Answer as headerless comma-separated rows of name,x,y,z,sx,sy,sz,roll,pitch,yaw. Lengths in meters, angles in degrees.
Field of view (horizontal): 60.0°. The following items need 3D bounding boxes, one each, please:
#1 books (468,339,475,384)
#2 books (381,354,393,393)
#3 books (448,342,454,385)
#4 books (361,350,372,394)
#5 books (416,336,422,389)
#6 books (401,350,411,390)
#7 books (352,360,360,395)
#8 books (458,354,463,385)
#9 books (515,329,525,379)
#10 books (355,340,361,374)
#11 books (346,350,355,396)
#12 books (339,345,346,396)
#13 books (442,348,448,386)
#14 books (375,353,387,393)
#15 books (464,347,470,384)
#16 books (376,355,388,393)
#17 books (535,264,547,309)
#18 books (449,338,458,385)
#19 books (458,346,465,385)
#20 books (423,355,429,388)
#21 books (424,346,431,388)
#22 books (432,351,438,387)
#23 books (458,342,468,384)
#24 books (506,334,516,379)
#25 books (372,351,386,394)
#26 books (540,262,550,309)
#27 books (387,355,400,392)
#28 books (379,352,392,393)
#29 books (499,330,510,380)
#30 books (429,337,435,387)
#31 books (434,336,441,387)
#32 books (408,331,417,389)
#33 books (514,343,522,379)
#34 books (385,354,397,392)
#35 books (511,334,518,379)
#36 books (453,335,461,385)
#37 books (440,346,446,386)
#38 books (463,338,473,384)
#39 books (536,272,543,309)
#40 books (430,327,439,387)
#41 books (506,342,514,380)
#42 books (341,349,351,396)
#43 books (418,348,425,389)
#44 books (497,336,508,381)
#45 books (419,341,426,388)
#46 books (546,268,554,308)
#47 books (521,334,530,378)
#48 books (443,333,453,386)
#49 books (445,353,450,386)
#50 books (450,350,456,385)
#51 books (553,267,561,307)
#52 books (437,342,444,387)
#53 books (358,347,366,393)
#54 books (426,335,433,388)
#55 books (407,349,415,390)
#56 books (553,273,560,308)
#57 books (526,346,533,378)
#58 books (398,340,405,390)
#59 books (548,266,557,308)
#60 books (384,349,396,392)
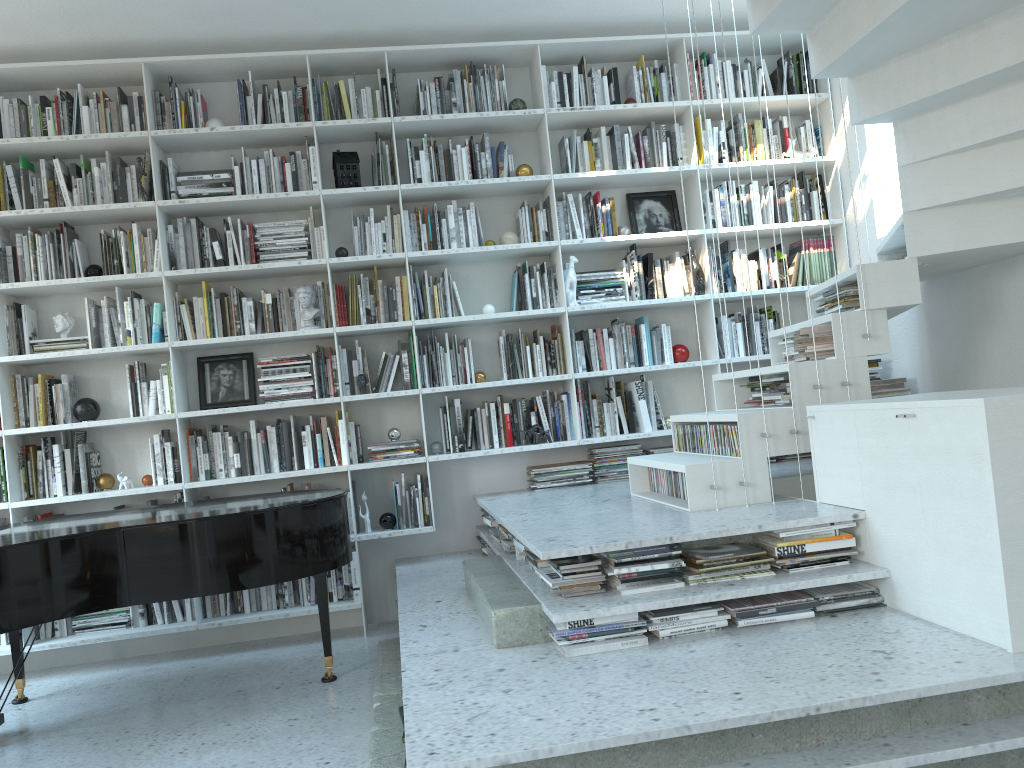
books,-0.235,-0.120,4.997,0.013,0.251,0.173,-6,-1,-8
books,-0.695,-0.051,4.932,0.090,0.212,0.143,-6,-1,-8
books,-0.349,-0.106,4.986,0.007,0.247,0.153,-6,-1,-8
books,-0.806,-0.061,4.923,0.035,0.248,0.141,-6,-1,-8
books,-0.526,-0.114,4.967,0.014,0.298,0.148,-6,-1,-8
books,-0.589,-0.070,4.928,0.029,0.223,0.171,-6,-1,-8
books,-0.855,-0.028,4.890,0.027,0.192,0.182,-6,-1,-8
books,-0.295,-0.077,4.993,0.013,0.179,0.140,-6,-1,-8
books,0.046,-0.165,5.045,0.007,0.285,0.159,-6,-1,-8
books,-0.844,-0.087,4.909,0.013,0.307,0.141,-6,-1,-8
books,-0.888,-0.055,4.907,0.028,0.253,0.142,-6,-1,-8
books,-0.934,-0.066,4.905,0.012,0.285,0.159,-6,-1,-8
books,-0.382,-0.089,4.968,0.013,0.218,0.161,-6,-1,-8
books,-0.729,-0.053,4.926,0.088,0.220,0.138,-6,-1,-8
books,-0.259,-0.095,4.987,0.014,0.207,0.180,-6,-1,-8
books,-0.719,-0.048,4.913,0.089,0.210,0.176,-6,-1,-8
books,0.159,-0.540,5.067,0.032,0.274,0.154,-6,-1,-8
books,-0.326,-0.119,4.975,0.012,0.267,0.183,-6,-1,-8
books,-0.287,-0.100,4.996,0.008,0.223,0.134,-6,-1,-8
books,-0.484,-0.063,4.962,0.015,0.188,0.168,-6,-1,-8
books,-0.475,-0.089,4.973,0.011,0.239,0.136,-6,-1,-8
books,-0.437,-0.076,4.970,0.013,0.204,0.154,-6,-1,-8
books,-0.276,-0.109,4.989,0.015,0.238,0.176,-6,-1,-8
books,-0.007,-0.148,5.031,0.015,0.262,0.149,-6,-1,-8
books,-0.736,-0.056,4.906,0.095,0.228,0.190,-6,-1,-8
books,0.184,-0.542,5.048,0.012,0.273,0.184,-6,-1,-8
books,-0.662,-0.050,4.934,0.091,0.205,0.169,-6,-1,-8
books,-0.707,-0.057,4.936,0.095,0.226,0.144,-6,-1,-8
books,-0.041,-0.158,5.041,0.016,0.289,0.131,-6,-1,-8
books,-0.449,-0.113,4.962,0.006,0.281,0.155,-6,-1,-8
books,-0.417,-0.118,4.959,0.005,0.283,0.159,-6,-1,-8
books,-0.554,-0.125,4.944,0.014,0.325,0.183,-6,-1,-8
books,0.024,-0.124,5.054,0.031,0.208,0.122,-6,-1,-8
books,-0.677,-0.054,4.943,0.090,0.215,0.139,-6,-1,-8
books,0.004,-0.148,5.032,0.008,0.259,0.158,-6,-1,-8
books,-0.310,-0.129,4.994,0.006,0.285,0.159,-6,-1,-8
books,-0.392,-0.092,4.954,0.011,0.226,0.188,-6,-1,-8
books,-0.248,-0.123,4.994,0.014,0.261,0.142,-6,-1,-8
books,0.145,-0.514,5.048,0.012,0.224,0.178,-6,-1,-8
books,-0.436,-0.145,4.982,0.007,0.342,0.149,-6,-1,-8
books,-0.018,-0.124,5.015,0.015,0.215,0.177,-6,-1,-8
books,-0.915,-0.057,4.907,0.024,0.263,0.154,-6,-1,-8
books,-0.508,-0.080,4.956,0.012,0.226,0.147,-6,-1,-8
books,-0.055,-0.138,5.025,0.019,0.251,0.130,-6,-1,-8
books,-0.499,-0.101,4.951,0.010,0.266,0.158,-6,-1,-8
books,0.207,-0.530,5.073,0.013,0.244,0.158,-6,-1,-8
books,0.064,-0.150,5.021,0.018,0.251,0.184,-6,-1,-8
books,-0.359,-0.131,4.966,0.014,0.297,0.175,-6,-1,-8
books,-0.367,-0.074,4.964,0.013,0.186,0.184,-6,-1,-8
books,-0.337,-0.085,4.985,0.013,0.203,0.167,-6,-1,-8
books,0.254,-0.535,5.068,0.010,0.245,0.158,-6,-1,-8
books,-0.406,-0.101,4.963,0.013,0.248,0.165,-6,-1,-8
books,-0.830,-0.067,4.920,0.012,0.266,0.157,-6,-1,-8
books,-0.462,-0.119,4.962,0.018,0.295,0.177,-6,-1,-8
books,-0.566,-0.074,4.943,0.021,0.226,0.148,-6,-1,-8
books,0.238,-0.516,5.075,0.023,0.212,0.164,-6,-1,-8
books,0.085,-0.118,5.022,0.018,0.182,0.182,-6,-1,-8
books,-0.616,-0.099,4.946,0.013,0.285,0.139,-6,-1,-8
books,0.221,-0.536,5.057,0.011,0.252,0.169,-6,-1,-8
books,-0.681,-0.067,4.933,0.094,0.238,0.149,-6,-1,-8
